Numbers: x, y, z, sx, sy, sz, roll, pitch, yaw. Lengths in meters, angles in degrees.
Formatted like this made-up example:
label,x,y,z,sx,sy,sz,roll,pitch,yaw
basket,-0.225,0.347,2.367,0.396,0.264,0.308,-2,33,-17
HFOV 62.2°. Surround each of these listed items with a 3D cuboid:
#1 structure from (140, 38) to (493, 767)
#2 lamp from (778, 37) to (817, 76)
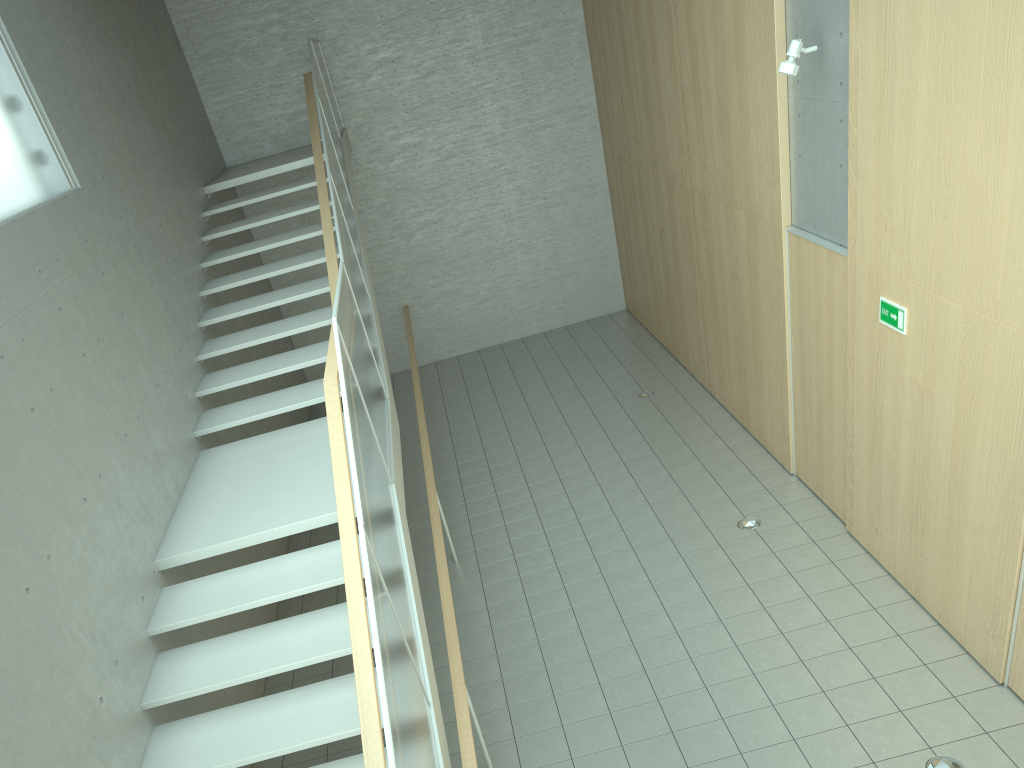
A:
label,x,y,z,sx,sy,sz,roll,pitch,yaw
structure,-1.732,0.187,6.194,1.884,4.843,11.076,-15,24,-3
lamp,1.723,-1.989,5.166,0.225,0.223,0.127,-23,30,-17
